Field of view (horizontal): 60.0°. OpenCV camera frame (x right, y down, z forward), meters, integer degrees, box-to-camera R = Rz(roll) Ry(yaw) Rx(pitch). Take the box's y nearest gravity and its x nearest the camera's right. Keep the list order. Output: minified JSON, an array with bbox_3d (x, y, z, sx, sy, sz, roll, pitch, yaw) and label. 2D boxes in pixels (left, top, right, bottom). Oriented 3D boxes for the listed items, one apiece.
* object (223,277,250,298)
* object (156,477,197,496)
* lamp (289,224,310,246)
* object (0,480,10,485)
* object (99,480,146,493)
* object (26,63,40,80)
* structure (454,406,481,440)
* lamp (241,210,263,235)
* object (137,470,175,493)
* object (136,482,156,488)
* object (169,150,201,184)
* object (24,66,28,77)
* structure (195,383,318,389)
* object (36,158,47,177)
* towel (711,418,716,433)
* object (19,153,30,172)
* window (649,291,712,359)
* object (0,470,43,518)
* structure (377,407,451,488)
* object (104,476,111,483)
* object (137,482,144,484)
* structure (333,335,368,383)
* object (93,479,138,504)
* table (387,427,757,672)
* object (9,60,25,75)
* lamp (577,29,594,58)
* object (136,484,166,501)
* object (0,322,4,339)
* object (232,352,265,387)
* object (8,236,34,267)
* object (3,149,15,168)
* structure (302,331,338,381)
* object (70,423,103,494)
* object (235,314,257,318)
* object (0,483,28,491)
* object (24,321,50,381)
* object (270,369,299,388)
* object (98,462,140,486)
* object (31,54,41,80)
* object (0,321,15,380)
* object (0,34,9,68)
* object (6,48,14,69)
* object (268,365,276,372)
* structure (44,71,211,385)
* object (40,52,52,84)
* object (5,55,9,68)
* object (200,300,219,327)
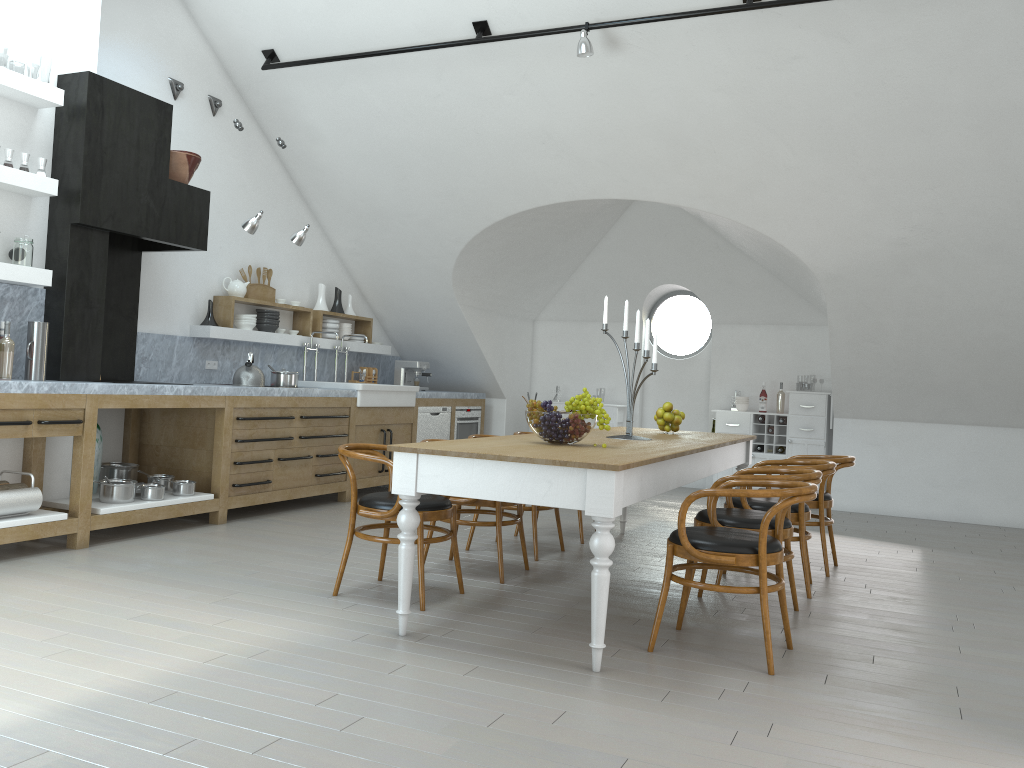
[{"bbox_3d":[-2.332,-0.811,7.493,0.174,0.169,0.167,3,-1,7],"label":"object"},{"bbox_3d":[-2.273,0.700,6.037,0.261,0.113,0.153,3,-1,23],"label":"object"},{"bbox_3d":[-1.682,-1.182,7.054,0.169,0.176,0.112,3,-1,16],"label":"lamp"},{"bbox_3d":[-2.879,0.571,4.727,0.101,0.087,0.362,3,0,21],"label":"object"},{"bbox_3d":[-2.602,0.682,5.898,0.508,0.052,0.263,3,0,1],"label":"object"},{"bbox_3d":[-2.778,-1.799,5.135,0.071,0.099,0.071,3,-1,-12],"label":"object"},{"bbox_3d":[-0.751,0.547,9.785,0.631,0.637,0.631,2,-1,24],"label":"structure"},{"bbox_3d":[-1.920,-1.190,6.527,0.164,0.178,0.115,2,-2,42],"label":"lamp"},{"bbox_3d":[-2.471,0.682,6.177,0.181,0.134,0.309,3,-1,-42],"label":"object"},{"bbox_3d":[-2.478,0.684,5.922,0.041,0.045,0.247,2,0,23],"label":"object"},{"bbox_3d":[-2.385,-1.501,6.241,0.366,0.237,0.347,2,-1,41],"label":"object"},{"bbox_3d":[-2.865,-1.800,5.163,0.094,0.093,0.093,3,-1,-34],"label":"object"},{"bbox_3d":[-2.046,0.035,7.114,0.647,0.041,0.736,3,0,24],"label":"structure"},{"bbox_3d":[-2.783,-1.275,5.244,0.064,0.124,0.067,2,-1,18],"label":"object"},{"bbox_3d":[2.225,0.478,9.734,0.049,0.204,0.150,2,-1,25],"label":"towel"},{"bbox_3d":[-2.828,-1.277,5.142,0.064,0.124,0.067,2,-1,18],"label":"object"},{"bbox_3d":[1.981,-0.688,10.362,0.900,0.900,0.060,2,-2,24],"label":"window"},{"bbox_3d":[-2.906,0.606,4.785,0.429,0.231,0.527,3,0,21],"label":"object"},{"bbox_3d":[-1.065,0.627,9.094,0.599,0.823,0.723,2,-1,24],"label":"structure"},{"bbox_3d":[-2.473,0.641,5.536,0.051,0.152,0.190,2,-1,24],"label":"object"},{"bbox_3d":[-2.543,0.685,5.959,0.061,0.035,0.169,3,0,24],"label":"object"},{"bbox_3d":[-1.557,-0.212,8.646,0.332,0.530,0.214,3,-2,4],"label":"structure"},{"bbox_3d":[-2.559,0.665,5.606,0.379,0.164,0.223,3,-1,13],"label":"object"},{"bbox_3d":[0.596,0.712,5.032,1.019,0.799,3.345,3,0,24],"label":"table"},{"bbox_3d":[-2.836,-1.795,5.075,0.077,0.085,0.077,3,-1,-34],"label":"object"},{"bbox_3d":[0.492,-2.274,5.917,0.112,0.175,0.114,3,-1,-13],"label":"lamp"},{"bbox_3d":[-2.376,0.694,5.752,0.261,0.113,0.153,3,-1,13],"label":"object"},{"bbox_3d":[-2.890,-0.188,5.022,0.081,0.330,0.081,4,-2,-39],"label":"object"},{"bbox_3d":[-2.045,-0.117,6.909,0.246,0.268,0.246,2,-1,34],"label":"object"},{"bbox_3d":[-2.852,-0.768,5.160,0.103,0.178,0.207,4,-1,-44],"label":"object"},{"bbox_3d":[-2.874,-1.279,5.060,0.064,0.124,0.067,2,-1,18],"label":"object"},{"bbox_3d":[-1.755,-0.223,8.200,0.332,0.530,0.214,3,-2,4],"label":"structure"},{"bbox_3d":[-2.845,0.475,5.882,0.230,0.499,0.231,4,-2,-25],"label":"object"},{"bbox_3d":[-2.274,-0.563,7.574,0.180,0.076,0.181,3,0,-29],"label":"object"},{"bbox_3d":[-2.798,0.591,4.721,0.092,0.093,0.436,2,0,21],"label":"object"},{"bbox_3d":[-2.770,-0.191,5.142,0.114,0.340,0.164,2,-2,27],"label":"object"},{"bbox_3d":[-1.859,-0.042,7.347,0.232,0.170,0.394,3,0,4],"label":"object"},{"bbox_3d":[-2.868,0.633,6.236,0.455,0.197,0.268,3,-1,-32],"label":"object"},{"bbox_3d":[-2.797,-1.840,5.203,0.054,0.179,0.054,3,-2,0],"label":"object"},{"bbox_3d":[-2.820,-0.183,4.937,0.085,0.331,0.085,2,-2,32],"label":"object"},{"bbox_3d":[-2.845,-1.846,4.941,0.063,0.187,0.063,3,-2,-8],"label":"object"},{"bbox_3d":[-2.897,-1.840,5.096,0.048,0.169,0.048,2,-2,32],"label":"object"},{"bbox_3d":[-1.920,-0.071,7.288,0.236,0.167,0.051,3,-2,19],"label":"object"},{"bbox_3d":[-2.696,-0.959,5.962,0.781,1.886,1.074,2,-1,24],"label":"structure"},{"bbox_3d":[-2.733,-1.840,5.195,0.063,0.187,0.063,3,-2,-8],"label":"object"},{"bbox_3d":[-2.896,-1.808,5.014,0.082,0.105,0.081,3,-1,-8],"label":"object"},{"bbox_3d":[-2.456,-0.577,7.212,0.156,0.218,0.156,3,-1,5],"label":"object"}]
